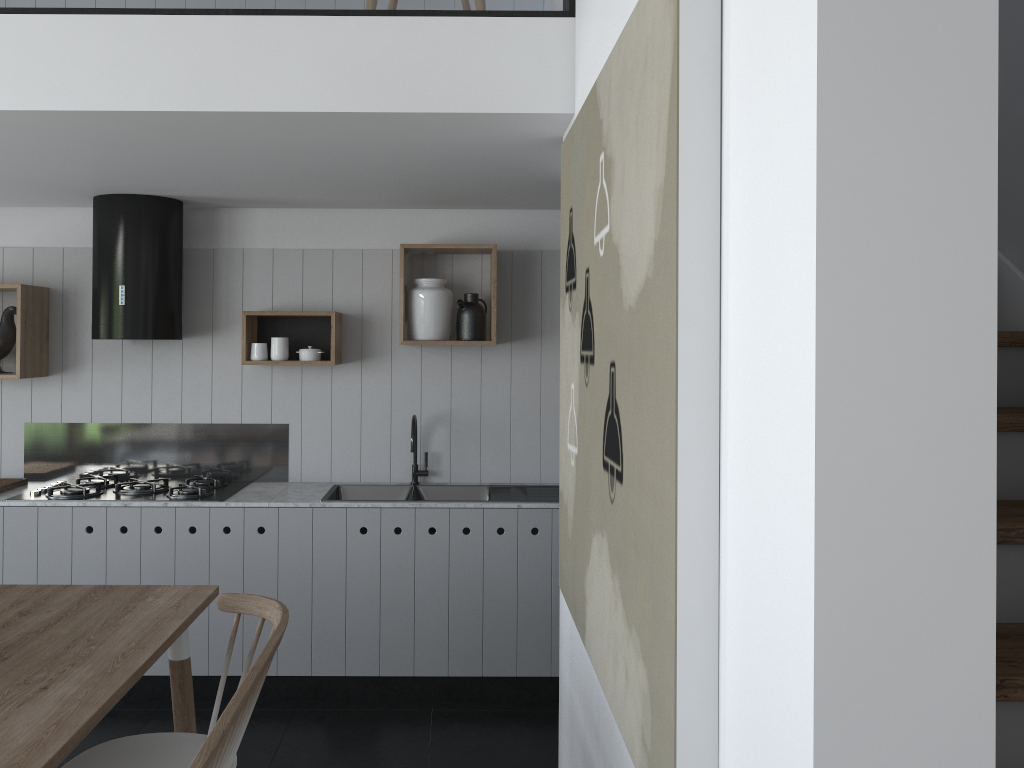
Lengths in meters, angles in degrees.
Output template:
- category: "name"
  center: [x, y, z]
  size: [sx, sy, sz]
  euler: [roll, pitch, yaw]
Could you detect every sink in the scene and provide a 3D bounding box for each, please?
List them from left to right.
- category: "sink"
  center: [-0.291, 0.599, 4.202]
  size: [1.175, 0.166, 0.454]
  euler: [0, 2, -1]

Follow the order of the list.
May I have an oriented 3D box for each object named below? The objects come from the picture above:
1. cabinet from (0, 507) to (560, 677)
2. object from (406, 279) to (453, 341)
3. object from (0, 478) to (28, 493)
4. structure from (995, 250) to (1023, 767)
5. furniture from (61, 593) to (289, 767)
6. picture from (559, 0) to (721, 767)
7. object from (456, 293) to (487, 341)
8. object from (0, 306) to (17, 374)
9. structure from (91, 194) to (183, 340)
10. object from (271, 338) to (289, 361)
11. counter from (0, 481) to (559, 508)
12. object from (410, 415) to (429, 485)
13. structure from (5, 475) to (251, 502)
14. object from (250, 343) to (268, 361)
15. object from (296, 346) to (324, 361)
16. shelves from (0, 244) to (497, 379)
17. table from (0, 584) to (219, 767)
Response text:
- category: "cabinet"
  center: [-0.890, 0.927, 3.943]
  size: [6.112, 0.748, 0.010]
  euler: [0, 0, 0]
- category: "object"
  center: [-0.407, -0.365, 4.368]
  size: [0.223, 0.301, 0.234]
  euler: [0, 1, -29]
- category: "object"
  center: [-2.551, 0.495, 4.215]
  size: [0.290, 0.030, 0.401]
  euler: [0, 3, -2]
- category: "structure"
  center: [0.903, 0.250, 2.093]
  size: [1.053, 2.631, 3.615]
  euler: [0, 2, -3]
- category: "furniture"
  center: [-0.777, 0.984, 1.654]
  size: [0.543, 0.810, 1.365]
  euler: [0, 2, -3]
- category: "picture"
  center: [0.202, -0.020, 1.803]
  size: [0.060, 1.219, 1.301]
  euler: [0, 1, -4]
- category: "object"
  center: [-0.197, -0.330, 4.379]
  size: [0.158, 0.236, 0.153]
  euler: [0, 1, -4]
- category: "object"
  center: [-2.598, -0.219, 4.371]
  size: [0.334, 0.334, 0.139]
  euler: [0, 0, 0]
- category: "structure"
  center: [-1.819, -0.650, 4.302]
  size: [0.426, 0.869, 0.402]
  euler: [1, 0, 45]
- category: "object"
  center: [-1.134, -0.169, 4.315]
  size: [0.086, 0.116, 0.086]
  euler: [0, 1, -2]
- category: "counter"
  center: [-0.907, 0.526, 4.230]
  size: [6.115, 0.020, 0.580]
  euler: [0, 3, 0]
- category: "object"
  center: [-0.459, 0.337, 4.339]
  size: [0.090, 0.374, 0.290]
  euler: [0, 1, -3]
- category: "structure"
  center: [-1.800, 0.488, 4.230]
  size: [0.981, 0.048, 0.555]
  euler: [0, 3, -1]
- category: "object"
  center: [-1.234, -0.156, 4.314]
  size: [0.086, 0.088, 0.081]
  euler: [1, 1, 34]
- category: "object"
  center: [-0.992, -0.150, 4.343]
  size: [0.126, 0.073, 0.111]
  euler: [-1, 2, -23]
- category: "shelves"
  center: [-1.011, -0.281, 4.370]
  size: [3.571, 0.798, 0.300]
  euler: [0, 0, 0]
- category: "table"
  center: [-1.269, 1.016, 1.584]
  size: [0.933, 0.749, 2.048]
  euler: [0, 2, -3]
